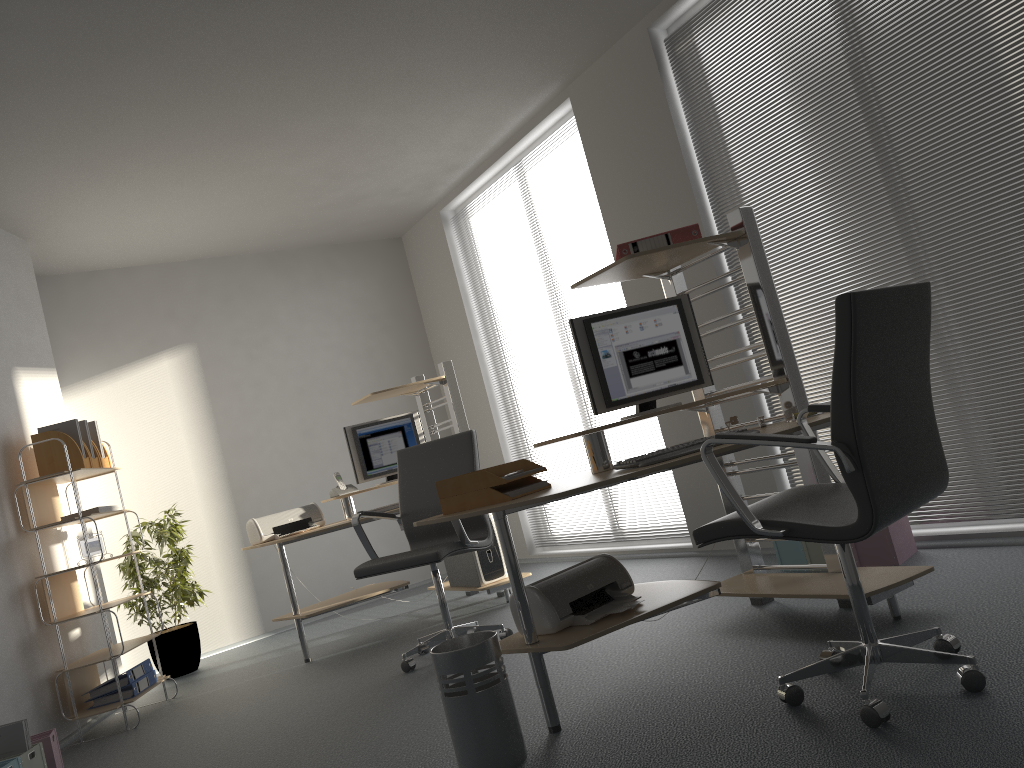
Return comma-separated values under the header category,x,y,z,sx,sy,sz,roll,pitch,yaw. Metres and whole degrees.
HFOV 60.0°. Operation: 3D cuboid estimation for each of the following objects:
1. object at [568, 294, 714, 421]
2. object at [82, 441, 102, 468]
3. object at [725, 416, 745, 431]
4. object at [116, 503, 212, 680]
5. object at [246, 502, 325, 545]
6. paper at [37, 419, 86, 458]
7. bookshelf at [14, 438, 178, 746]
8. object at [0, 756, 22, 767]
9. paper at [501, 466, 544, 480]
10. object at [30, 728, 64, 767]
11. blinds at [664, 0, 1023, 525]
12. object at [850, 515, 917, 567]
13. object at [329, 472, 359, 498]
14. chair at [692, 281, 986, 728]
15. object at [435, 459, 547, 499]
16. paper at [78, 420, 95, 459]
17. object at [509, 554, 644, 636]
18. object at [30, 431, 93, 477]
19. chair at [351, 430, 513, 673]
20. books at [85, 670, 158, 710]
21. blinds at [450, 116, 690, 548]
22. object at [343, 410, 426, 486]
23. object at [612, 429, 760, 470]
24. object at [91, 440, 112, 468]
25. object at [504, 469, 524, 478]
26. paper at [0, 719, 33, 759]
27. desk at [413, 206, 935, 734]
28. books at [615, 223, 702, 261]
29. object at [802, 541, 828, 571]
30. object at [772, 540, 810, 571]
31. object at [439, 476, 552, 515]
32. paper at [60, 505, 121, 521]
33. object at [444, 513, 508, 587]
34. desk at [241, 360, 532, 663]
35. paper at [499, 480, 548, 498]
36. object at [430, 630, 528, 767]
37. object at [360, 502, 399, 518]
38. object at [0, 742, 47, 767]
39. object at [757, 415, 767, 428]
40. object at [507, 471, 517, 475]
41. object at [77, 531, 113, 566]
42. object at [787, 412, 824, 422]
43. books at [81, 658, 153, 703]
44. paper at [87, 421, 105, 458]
category,x,y,z,sx,sy,sz,roll,pitch,yaw
object,0.501,-0.092,3.479,0.516,0.418,0.245,-14,-4,-9
object,-2.493,0.392,5.026,0.243,0.259,0.113,-15,-4,-3
object,0.841,0.158,3.377,0.054,0.064,0.159,-17,-5,26
object,-2.347,1.410,6.041,0.544,1.147,0.644,-15,-4,-2
object,-1.358,0.845,5.436,0.438,0.162,0.351,-11,-5,-39
paper,-2.494,0.364,4.924,0.213,0.297,0.045,-14,-4,-5
bookshelf,-2.304,1.087,4.914,0.381,1.572,0.724,-15,-4,-3
object,-2.097,1.640,3.516,0.245,0.202,0.185,-14,-4,-4
paper,-0.067,0.331,3.015,0.297,0.010,0.210,-18,-5,38
object,-2.143,1.683,3.922,0.245,0.202,0.185,-13,-5,-22
blinds,1.649,-0.748,3.924,0.022,2.770,1.950,-12,-5,-30
object,1.632,0.689,3.915,0.185,0.202,0.245,-18,-6,41
object,-1.085,0.630,5.641,0.150,0.151,0.119,-11,-6,-45
chair,0.896,0.324,2.464,0.584,1.048,0.652,-11,-6,-44
object,-0.072,0.315,3.017,0.309,0.060,0.225,-18,-5,38
paper,-2.500,0.375,5.048,0.213,0.297,0.045,-15,-4,-3
object,0.260,0.698,2.997,0.351,0.162,0.438,-19,-6,44
object,-2.486,0.381,4.903,0.243,0.259,0.113,-14,-4,-5
chair,-0.405,0.815,4.404,0.584,1.048,0.652,-17,-5,25
books,-2.136,1.670,4.857,0.262,0.072,0.320,-15,-4,-2
blinds,0.315,-0.213,6.329,0.037,2.749,1.950,-12,-5,-30
object,-0.819,0.438,5.858,0.516,0.418,0.245,-14,-4,-16
object,0.483,0.283,3.183,0.478,0.082,0.814,-13,-5,-23
object,-2.492,0.401,5.150,0.243,0.259,0.113,-15,-4,0
object,0.007,0.298,2.952,0.008,0.009,0.159,-17,-5,23
paper,-2.124,1.590,3.720,0.220,0.306,0.068,-14,-4,-4
desk,0.480,0.211,3.060,1.469,1.566,0.967,-12,-5,-30
books,0.573,-0.534,3.526,0.320,0.072,0.262,-15,-4,2
object,1.502,0.737,4.094,0.245,0.202,0.185,-12,-5,-30
object,1.414,0.773,4.254,0.245,0.202,0.185,-12,-5,-30
object,-0.058,0.369,3.013,0.309,0.060,0.225,-18,-5,38
paper,-2.387,0.738,5.037,0.213,0.046,0.297,-14,-4,-3
object,-0.259,1.051,5.628,0.199,0.422,0.471,-12,-5,-30
desk,-0.849,0.745,5.460,1.469,1.566,0.967,-12,-5,-30
paper,-0.054,0.381,3.012,0.297,0.019,0.210,-18,-5,38
object,-0.099,0.956,2.653,0.208,0.377,0.208,-16,-4,13
object,-0.806,0.807,5.588,0.478,0.082,0.814,-13,-5,-23
object,-2.106,1.656,3.700,0.245,0.202,0.185,-14,-4,-4
object,0.942,0.141,3.350,0.022,0.042,0.134,-16,-4,12
object,-0.002,0.303,2.980,0.008,0.009,0.159,-16,-4,15
object,-2.328,0.906,4.921,0.077,0.161,0.192,-16,-4,15
object,1.052,0.107,3.190,0.132,0.026,0.132,-12,-5,-30
books,-2.159,1.620,4.861,0.263,0.100,0.320,-15,-4,-2
paper,-2.498,0.384,5.172,0.213,0.297,0.045,-15,-4,0
